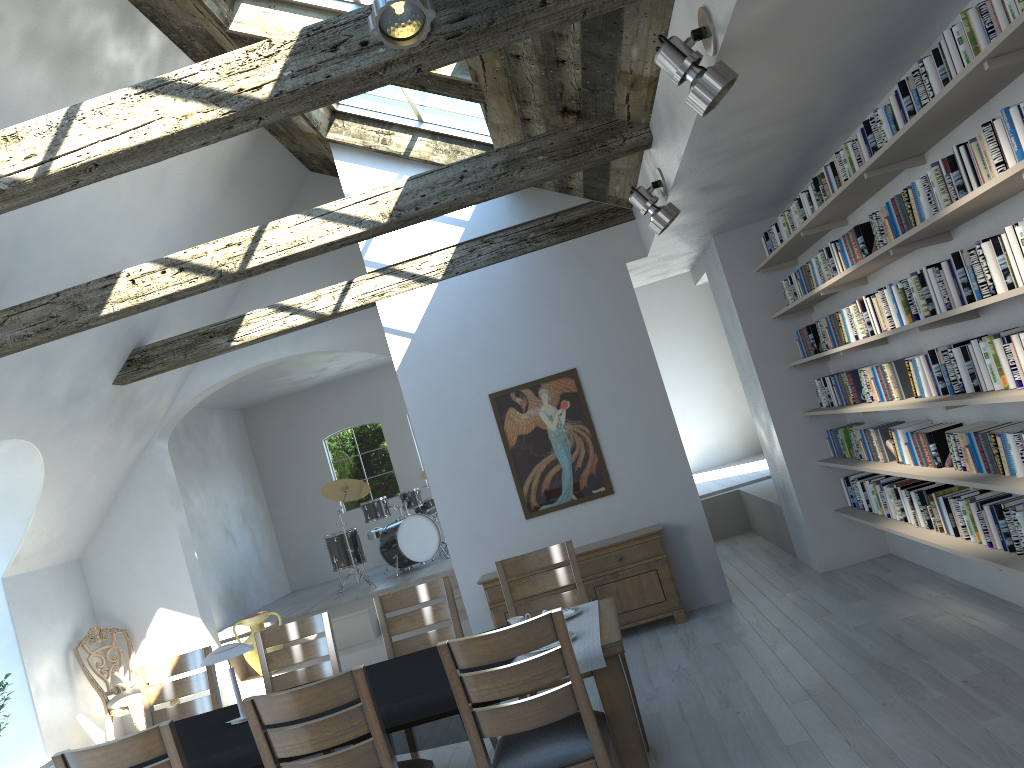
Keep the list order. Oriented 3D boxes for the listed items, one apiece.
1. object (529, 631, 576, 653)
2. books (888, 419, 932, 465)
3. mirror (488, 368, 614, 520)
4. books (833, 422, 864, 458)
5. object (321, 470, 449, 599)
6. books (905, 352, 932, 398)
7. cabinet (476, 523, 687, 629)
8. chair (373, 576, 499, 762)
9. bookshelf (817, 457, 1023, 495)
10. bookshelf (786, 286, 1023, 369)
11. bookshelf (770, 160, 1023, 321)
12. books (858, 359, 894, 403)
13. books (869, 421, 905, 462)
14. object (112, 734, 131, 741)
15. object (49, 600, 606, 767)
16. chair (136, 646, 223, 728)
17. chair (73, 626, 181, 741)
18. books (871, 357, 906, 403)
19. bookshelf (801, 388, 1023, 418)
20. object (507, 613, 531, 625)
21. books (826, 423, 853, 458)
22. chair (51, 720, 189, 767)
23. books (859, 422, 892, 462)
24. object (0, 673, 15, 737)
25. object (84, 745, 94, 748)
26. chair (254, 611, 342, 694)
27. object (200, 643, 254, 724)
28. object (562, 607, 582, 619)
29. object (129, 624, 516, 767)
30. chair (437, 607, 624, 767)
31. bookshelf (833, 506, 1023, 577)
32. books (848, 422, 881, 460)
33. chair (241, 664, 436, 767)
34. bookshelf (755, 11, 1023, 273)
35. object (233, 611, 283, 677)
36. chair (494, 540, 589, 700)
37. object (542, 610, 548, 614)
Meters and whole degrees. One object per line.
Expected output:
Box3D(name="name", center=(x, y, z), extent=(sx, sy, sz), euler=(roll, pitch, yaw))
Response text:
Box3D(name="object", center=(0.159, 1.115, 3.816), extent=(0.250, 0.017, 0.253), euler=(-17, -4, 4))
Box3D(name="books", center=(2.416, 0.349, 5.345), extent=(0.189, 0.228, 0.249), euler=(-17, -4, 4))
Box3D(name="mirror", center=(0.310, 0.478, 7.092), extent=(0.736, 1.047, 0.009), euler=(-17, -4, 4))
Box3D(name="books", center=(2.513, 0.412, 6.465), extent=(0.189, 0.224, 0.345), euler=(-17, -4, 4))
Box3D(name="object", center=(-1.663, 1.819, 11.783), extent=(2.354, 1.383, 1.465), euler=(-13, -6, -42))
Box3D(name="books", center=(2.249, -0.058, 4.738), extent=(0.189, 0.228, 0.249), euler=(-17, -4, 4))
Box3D(name="cabinet", center=(0.550, 1.646, 6.838), extent=(1.481, 0.714, 0.383), euler=(-17, -4, 4))
Box3D(name="chair", center=(-0.467, 1.649, 4.886), extent=(0.514, 1.006, 0.605), euler=(-17, -4, 4))
Box3D(name="bookshelf", center=(2.208, 0.387, 3.009), extent=(0.315, 0.070, 7.825), euler=(-17, -4, 4))
Box3D(name="bookshelf", center=(1.980, -0.368, 3.068), extent=(0.315, 0.070, 7.825), euler=(-17, -4, 4))
Box3D(name="bookshelf", center=(1.866, -0.745, 3.097), extent=(0.315, 0.070, 7.825), euler=(-17, -4, 4))
Box3D(name="books", center=(2.320, -0.015, 5.572), extent=(0.189, 0.228, 0.249), euler=(-17, -4, 4))
Box3D(name="books", center=(2.443, 0.371, 5.631), extent=(0.189, 0.229, 0.343), euler=(-17, -4, 4))
Box3D(name="object", center=(-1.993, 1.814, 4.454), extent=(0.250, 0.017, 0.253), euler=(-17, -4, 4))
Box3D(name="object", center=(-0.962, 1.530, 4.132), extent=(2.872, 0.077, 1.050), euler=(-17, -4, 4))
Box3D(name="chair", center=(-1.888, 2.085, 4.984), extent=(0.514, 1.006, 0.605), euler=(-17, -4, 4))
Box3D(name="chair", center=(-3.524, 2.754, 8.179), extent=(0.655, 1.159, 0.552), euler=(-19, -5, 29))
Box3D(name="books", center=(2.302, -0.027, 5.328), extent=(0.209, 0.220, 0.278), euler=(-17, -4, 2))
Box3D(name="bookshelf", center=(2.094, 0.010, 3.039), extent=(0.315, 0.070, 7.825), euler=(-17, -4, 4))
Box3D(name="object", center=(0.040, 1.135, 4.154), extent=(0.100, 0.098, 0.071), euler=(-15, -5, -27))
Box3D(name="books", center=(2.541, 0.429, 6.769), extent=(0.209, 0.220, 0.278), euler=(-17, -4, 2))
Box3D(name="chair", center=(-1.302, 1.790, 3.469), extent=(0.514, 1.006, 0.605), euler=(-17, -4, 4))
Box3D(name="books", center=(2.470, 0.385, 5.935), extent=(0.209, 0.220, 0.278), euler=(-17, -4, 2))
Box3D(name="object", center=(-4.247, 2.461, 6.831), extent=(0.718, 1.920, 0.737), euler=(-19, -5, 23))
Box3D(name="object", center=(-2.023, 1.769, 4.184), extent=(0.130, 0.081, 0.124), euler=(-13, -6, -43))
Box3D(name="chair", center=(-1.178, 1.867, 4.935), extent=(0.514, 1.006, 0.605), euler=(-17, -4, 4))
Box3D(name="object", center=(-1.301, 1.401, 4.161), extent=(0.251, 0.362, 0.251), euler=(-19, -5, 27))
Box3D(name="object", center=(0.222, 1.135, 4.319), extent=(0.250, 0.017, 0.253), euler=(-17, -4, 4))
Box3D(name="object", center=(-0.937, 1.598, 4.129), extent=(2.456, 0.227, 1.073), euler=(-17, -4, 4))
Box3D(name="chair", center=(0.120, 1.354, 3.372), extent=(0.514, 1.006, 0.605), euler=(-17, -4, 4))
Box3D(name="bookshelf", center=(2.322, 0.765, 2.980), extent=(0.315, 0.070, 7.825), euler=(-17, -4, 4))
Box3D(name="books", center=(2.489, 0.397, 6.180), extent=(0.189, 0.228, 0.249), euler=(-17, -4, 4))
Box3D(name="chair", center=(-0.591, 1.572, 3.421), extent=(0.514, 1.006, 0.605), euler=(-17, -4, 4))
Box3D(name="bookshelf", center=(1.752, -1.123, 3.127), extent=(0.315, 0.070, 7.825), euler=(-17, -4, 4))
Box3D(name="object", center=(-2.530, 2.636, 8.982), extent=(0.402, 0.605, 0.396), euler=(-13, -6, -39))
Box3D(name="chair", center=(0.244, 1.430, 4.837), extent=(0.514, 1.006, 0.605), euler=(-17, -4, 4))
Box3D(name="object", center=(0.165, 1.099, 4.136), extent=(0.064, 0.092, 0.064), euler=(-15, -4, -19))
